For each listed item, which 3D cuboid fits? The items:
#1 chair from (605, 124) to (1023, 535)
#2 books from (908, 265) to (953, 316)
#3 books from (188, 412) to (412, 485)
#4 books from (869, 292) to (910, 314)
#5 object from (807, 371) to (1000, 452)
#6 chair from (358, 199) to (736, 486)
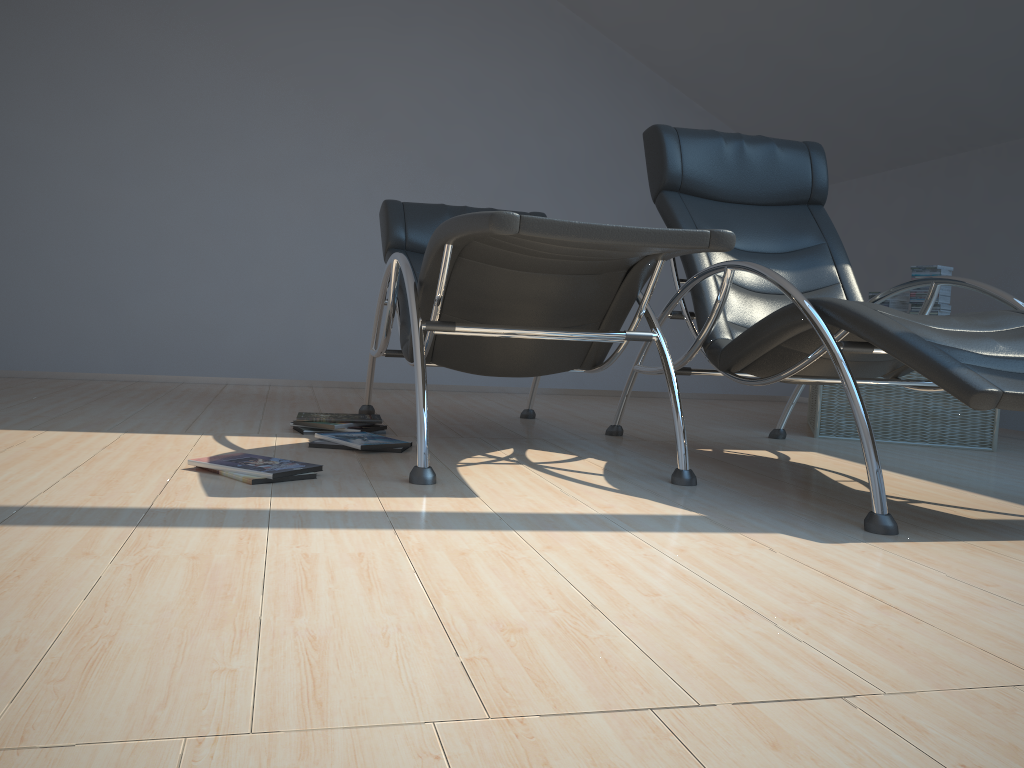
[{"bbox_3d":[1.056,-0.330,2.864,0.836,1.251,1.938,2,4,-14],"label":"chair"},{"bbox_3d":[1.906,-0.385,4.051,0.149,0.300,0.149,-1,5,-43],"label":"books"},{"bbox_3d":[0.735,0.251,1.607,4.790,0.222,1.045,6,5,43],"label":"books"},{"bbox_3d":[1.794,-0.344,4.235,0.162,0.184,0.165,2,4,-16],"label":"books"},{"bbox_3d":[1.827,-0.005,4.222,0.745,0.518,0.744,4,4,16],"label":"object"},{"bbox_3d":[-0.020,-0.251,3.124,0.836,0.953,2.114,2,4,-14],"label":"chair"}]
